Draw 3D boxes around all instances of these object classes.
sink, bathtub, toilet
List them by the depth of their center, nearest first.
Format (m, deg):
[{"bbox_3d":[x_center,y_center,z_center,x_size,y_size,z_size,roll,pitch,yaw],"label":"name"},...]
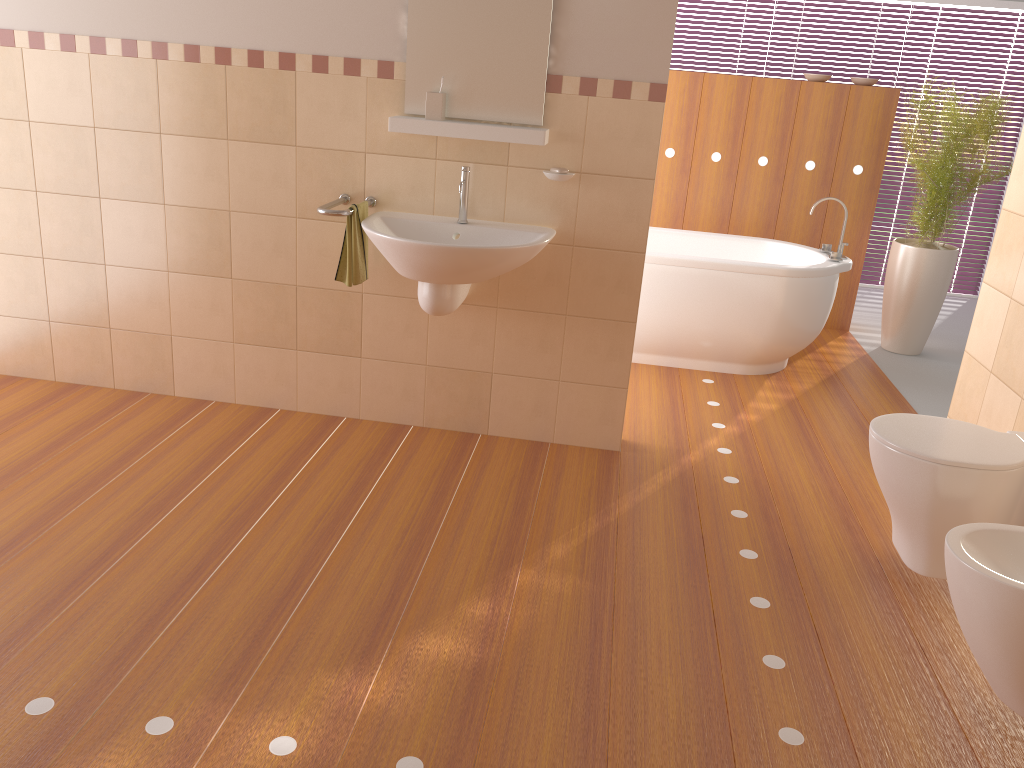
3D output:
[{"bbox_3d":[1.250,0.513,2.051,0.515,0.517,0.335,7,20,6],"label":"sink"},{"bbox_3d":[1.325,0.352,2.692,0.534,0.400,0.375,7,20,6],"label":"toilet"},{"bbox_3d":[-0.206,-0.477,3.090,0.683,0.516,0.539,7,20,6],"label":"sink"},{"bbox_3d":[0.861,-0.633,4.822,1.874,0.900,0.888,7,20,6],"label":"bathtub"}]

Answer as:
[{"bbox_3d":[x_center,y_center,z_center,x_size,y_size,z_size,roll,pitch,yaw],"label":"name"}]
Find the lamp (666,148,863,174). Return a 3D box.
[{"bbox_3d":[1.516,-1.345,5.356,1.169,0.052,0.001,7,20,6],"label":"lamp"}]

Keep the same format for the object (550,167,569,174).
[{"bbox_3d":[0.169,-0.763,3.175,0.050,0.023,0.075,-6,22,-27],"label":"object"}]

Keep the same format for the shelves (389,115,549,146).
[{"bbox_3d":[-0.150,-0.901,3.147,0.554,0.050,0.138,7,20,6],"label":"shelves"}]

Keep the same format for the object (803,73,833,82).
[{"bbox_3d":[1.820,-1.822,5.290,0.173,0.046,0.173,7,20,6],"label":"object"}]

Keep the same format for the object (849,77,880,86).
[{"bbox_3d":[2.089,-1.790,5.263,0.173,0.046,0.173,7,20,6],"label":"object"}]

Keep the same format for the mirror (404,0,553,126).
[{"bbox_3d":[-0.110,-1.324,3.051,0.502,0.799,0.008,7,20,6],"label":"mirror"}]

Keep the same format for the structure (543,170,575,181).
[{"bbox_3d":[0.166,-0.742,3.181,0.117,0.029,0.092,7,20,6],"label":"structure"}]

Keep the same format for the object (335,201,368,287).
[{"bbox_3d":[-0.557,-0.511,3.229,0.085,0.306,0.181,13,21,21],"label":"object"}]

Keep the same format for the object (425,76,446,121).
[{"bbox_3d":[-0.267,-1.006,3.120,0.063,0.149,0.073,7,20,6],"label":"object"}]

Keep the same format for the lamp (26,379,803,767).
[{"bbox_3d":[-0.743,0.265,3.281,3.173,0.001,2.893,7,20,6],"label":"lamp"}]

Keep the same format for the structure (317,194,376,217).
[{"bbox_3d":[-0.604,-0.639,3.196,0.142,0.042,0.333,7,20,6],"label":"structure"}]

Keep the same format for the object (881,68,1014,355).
[{"bbox_3d":[2.462,-0.908,4.981,0.683,1.557,1.335,20,25,36],"label":"object"}]

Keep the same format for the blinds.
[{"bbox_3d":[1.369,-1.917,6.791,4.712,2.022,0.032,7,20,6],"label":"blinds"}]
